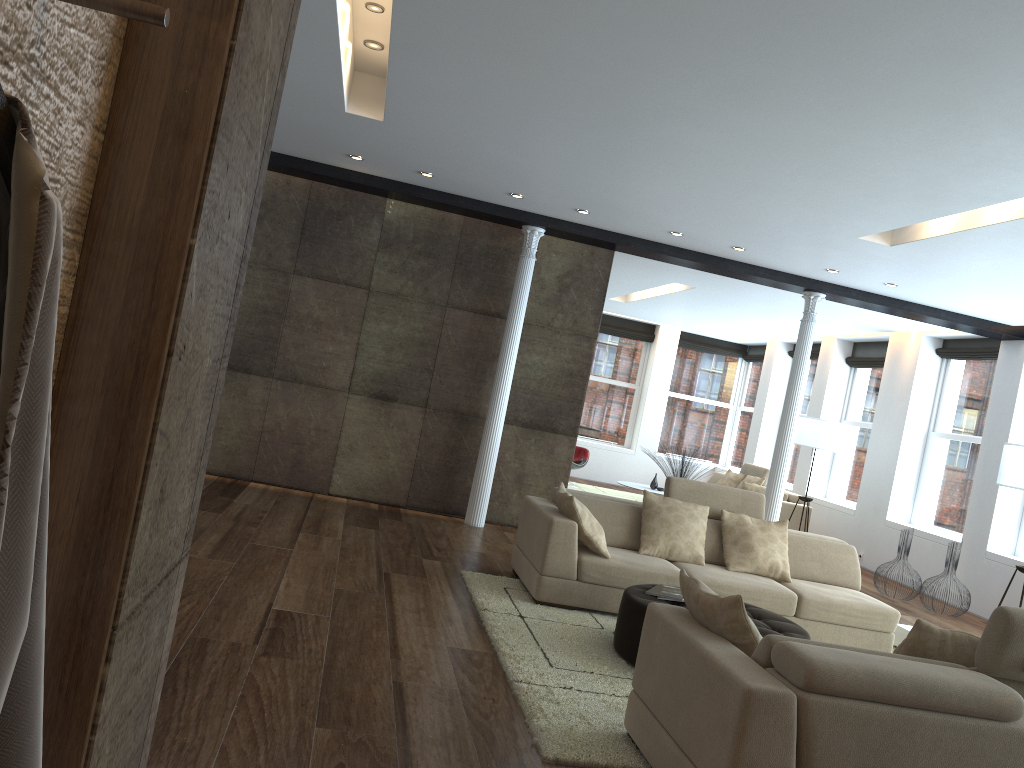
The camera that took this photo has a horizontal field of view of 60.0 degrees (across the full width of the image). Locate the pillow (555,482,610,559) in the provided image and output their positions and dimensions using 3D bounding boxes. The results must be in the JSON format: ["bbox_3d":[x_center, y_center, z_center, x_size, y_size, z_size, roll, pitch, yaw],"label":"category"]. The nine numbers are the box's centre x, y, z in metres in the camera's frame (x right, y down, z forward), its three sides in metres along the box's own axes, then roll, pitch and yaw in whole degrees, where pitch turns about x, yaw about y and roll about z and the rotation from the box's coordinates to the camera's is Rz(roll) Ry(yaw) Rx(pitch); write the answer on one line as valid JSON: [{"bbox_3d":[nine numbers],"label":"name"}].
[{"bbox_3d":[0.468,0.913,6.004,0.395,0.393,0.518,11,0,-6],"label":"pillow"}]

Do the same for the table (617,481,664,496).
[{"bbox_3d":[1.853,1.590,11.736,1.022,0.393,1.022,11,0,35],"label":"table"}]

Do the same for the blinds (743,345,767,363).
[{"bbox_3d":[4.496,-0.547,15.886,0.156,0.327,1.377,11,0,-9],"label":"blinds"}]

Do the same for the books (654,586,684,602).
[{"bbox_3d":[0.941,1.217,5.124,0.219,0.031,0.300,11,0,6],"label":"books"}]

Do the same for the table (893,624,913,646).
[{"bbox_3d":[3.364,1.985,6.322,0.900,0.170,0.900,11,0,-9],"label":"table"}]

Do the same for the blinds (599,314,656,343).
[{"bbox_3d":[1.923,-1.045,16.145,1.422,0.363,0.156,11,0,-9],"label":"blinds"}]

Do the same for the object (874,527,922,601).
[{"bbox_3d":[4.043,1.842,9.206,0.458,0.781,0.458,11,0,-10],"label":"object"}]

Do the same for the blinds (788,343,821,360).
[{"bbox_3d":[4.796,-0.520,14.094,0.156,0.275,1.442,11,0,-9],"label":"blinds"}]

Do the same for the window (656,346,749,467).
[{"bbox_3d":[3.491,0.323,16.532,1.474,2.400,0.123,11,0,-9],"label":"window"}]

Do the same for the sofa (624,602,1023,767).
[{"bbox_3d":[1.870,1.295,3.486,2.581,0.950,1.021,11,0,-9],"label":"sofa"}]

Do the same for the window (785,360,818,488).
[{"bbox_3d":[4.644,0.545,14.103,0.123,2.400,1.444,11,0,-9],"label":"window"}]

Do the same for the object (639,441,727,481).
[{"bbox_3d":[2.780,1.473,14.671,1.119,1.014,1.125,11,0,-23],"label":"object"}]

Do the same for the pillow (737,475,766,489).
[{"bbox_3d":[3.349,1.498,12.671,0.301,0.439,0.534,11,0,-13],"label":"pillow"}]

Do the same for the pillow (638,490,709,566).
[{"bbox_3d":[1.169,1.033,6.365,0.534,0.439,0.301,11,0,-6],"label":"pillow"}]

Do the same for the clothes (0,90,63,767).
[{"bbox_3d":[-0.343,0.187,0.413,0.173,0.735,0.700,11,0,-11],"label":"clothes"}]

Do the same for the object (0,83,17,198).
[{"bbox_3d":[-0.282,-0.197,0.422,0.010,0.219,0.430,11,0,-9],"label":"object"}]

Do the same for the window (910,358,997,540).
[{"bbox_3d":[5.272,0.656,10.293,0.123,2.400,1.391,11,0,-9],"label":"window"}]

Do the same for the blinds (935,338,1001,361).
[{"bbox_3d":[5.423,-0.410,10.287,0.156,0.275,1.396,11,0,-9],"label":"blinds"}]

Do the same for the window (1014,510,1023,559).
[{"bbox_3d":[5.566,0.708,8.506,0.123,2.400,1.432,11,0,-9],"label":"window"}]

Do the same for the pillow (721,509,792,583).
[{"bbox_3d":[1.772,1.166,6.455,0.519,0.416,0.368,11,0,-5],"label":"pillow"}]

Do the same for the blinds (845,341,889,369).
[{"bbox_3d":[5.076,-0.411,12.327,0.156,0.393,1.342,11,0,-9],"label":"blinds"}]

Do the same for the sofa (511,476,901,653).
[{"bbox_3d":[1.391,1.210,6.393,2.581,0.950,1.021,11,0,-10],"label":"sofa"}]

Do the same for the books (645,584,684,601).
[{"bbox_3d":[0.919,1.205,5.135,0.220,0.040,0.301,11,0,25],"label":"books"}]

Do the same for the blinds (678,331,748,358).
[{"bbox_3d":[3.699,-0.712,16.448,1.442,0.312,0.155,11,0,-10],"label":"blinds"}]

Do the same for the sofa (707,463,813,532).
[{"bbox_3d":[3.270,1.615,12.919,1.018,0.950,2.581,11,0,-9],"label":"sofa"}]

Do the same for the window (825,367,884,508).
[{"bbox_3d":[4.936,0.596,12.333,0.123,2.400,1.345,11,0,-9],"label":"window"}]

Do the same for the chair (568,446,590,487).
[{"bbox_3d":[0.867,1.187,14.194,0.810,0.818,0.669,12,0,-30],"label":"chair"}]

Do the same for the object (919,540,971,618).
[{"bbox_3d":[4.329,1.898,8.782,0.458,0.781,0.458,11,0,-10],"label":"object"}]

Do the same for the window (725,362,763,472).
[{"bbox_3d":[9.187,2.114,22.978,34.761,17.917,13.698,11,0,-9],"label":"window"}]

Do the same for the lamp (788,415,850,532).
[{"bbox_3d":[3.716,1.297,11.138,0.698,1.728,0.698,11,0,14],"label":"lamp"}]

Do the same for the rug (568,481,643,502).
[{"bbox_3d":[1.952,1.823,12.727,2.972,0.020,4.231,11,0,-9],"label":"rug"}]

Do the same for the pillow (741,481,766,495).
[{"bbox_3d":[3.238,1.495,11.881,0.518,0.393,0.395,11,0,-13],"label":"pillow"}]

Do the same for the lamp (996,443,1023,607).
[{"bbox_3d":[4.332,1.407,7.401,0.698,1.728,0.698,11,0,14],"label":"lamp"}]

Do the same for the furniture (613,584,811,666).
[{"bbox_3d":[1.117,1.433,4.998,1.057,0.355,1.057,11,0,-8],"label":"furniture"}]

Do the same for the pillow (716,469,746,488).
[{"bbox_3d":[3.233,1.488,13.285,0.368,0.416,0.519,11,0,-14],"label":"pillow"}]

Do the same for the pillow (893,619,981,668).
[{"bbox_3d":[1.652,1.119,3.431,0.534,0.439,0.301,11,0,-13],"label":"pillow"}]

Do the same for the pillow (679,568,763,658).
[{"bbox_3d":[0.874,0.985,3.540,0.395,0.393,0.518,11,0,-13],"label":"pillow"}]

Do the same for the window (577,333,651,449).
[{"bbox_3d":[1.705,-0.038,16.234,1.420,2.400,0.123,11,0,-9],"label":"window"}]

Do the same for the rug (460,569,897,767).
[{"bbox_3d":[1.929,1.788,5.165,4.231,0.020,2.972,11,0,-9],"label":"rug"}]
